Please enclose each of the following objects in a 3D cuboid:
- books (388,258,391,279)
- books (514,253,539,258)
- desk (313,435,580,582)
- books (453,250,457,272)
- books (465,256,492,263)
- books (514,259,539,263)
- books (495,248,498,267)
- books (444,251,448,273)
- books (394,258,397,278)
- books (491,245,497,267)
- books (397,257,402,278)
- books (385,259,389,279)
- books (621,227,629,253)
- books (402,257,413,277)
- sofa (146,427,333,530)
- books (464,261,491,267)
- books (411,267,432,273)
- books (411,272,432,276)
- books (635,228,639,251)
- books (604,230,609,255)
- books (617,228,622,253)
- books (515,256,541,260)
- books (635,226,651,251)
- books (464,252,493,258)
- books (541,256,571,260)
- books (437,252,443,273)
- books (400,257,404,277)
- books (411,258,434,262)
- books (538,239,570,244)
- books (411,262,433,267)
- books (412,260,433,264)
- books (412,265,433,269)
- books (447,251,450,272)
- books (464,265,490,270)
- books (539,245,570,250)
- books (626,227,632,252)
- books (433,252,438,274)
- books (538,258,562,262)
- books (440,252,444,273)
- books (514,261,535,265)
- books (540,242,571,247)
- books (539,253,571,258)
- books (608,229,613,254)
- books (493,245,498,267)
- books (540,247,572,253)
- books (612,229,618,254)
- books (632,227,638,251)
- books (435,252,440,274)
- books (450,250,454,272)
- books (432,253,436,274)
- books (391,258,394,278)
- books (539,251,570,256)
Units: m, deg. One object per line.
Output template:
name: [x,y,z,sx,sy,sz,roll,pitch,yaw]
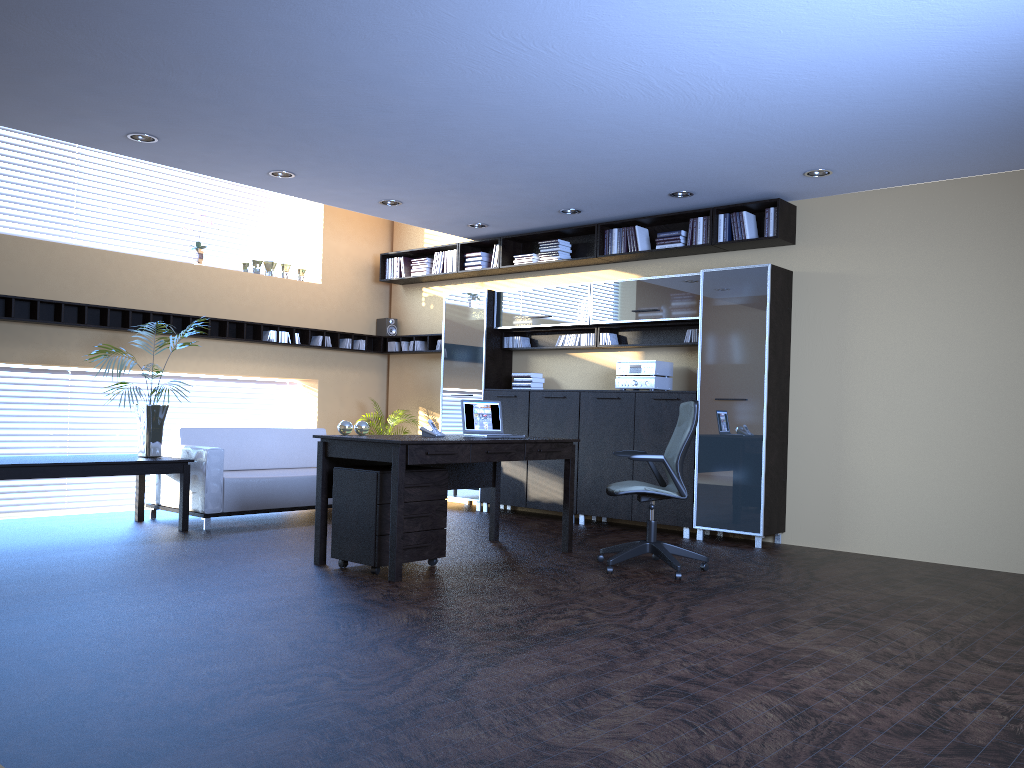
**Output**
books: [-1.431,-1.401,10.917,0.050,0.258,0.207,2,-1,40]
books: [0.185,-1.365,9.531,0.258,0.028,0.207,0,-2,40]
desk: [-0.427,0.838,6.540,0.913,0.890,1.896,1,-2,41]
books: [-0.588,-1.397,10.181,0.050,0.258,0.207,2,-1,41]
books: [-0.365,-1.393,10.003,0.258,0.050,0.207,0,-2,41]
books: [0.182,-1.309,9.515,0.258,0.028,0.207,0,-2,41]
books: [-0.099,-1.395,9.762,0.075,0.259,0.207,1,-1,40]
books: [-0.702,-1.397,10.288,0.050,0.258,0.207,2,-1,41]
books: [-1.354,-1.400,10.847,0.050,0.258,0.207,2,-1,41]
books: [-0.142,-1.395,9.811,0.075,0.259,0.207,1,-1,40]
books: [-1.315,-1.400,10.814,0.050,0.258,0.207,2,-1,40]
books: [-1.473,-1.401,10.948,0.050,0.258,0.207,2,-1,40]
books: [1.150,-1.389,8.704,0.050,0.258,0.207,2,-1,41]
books: [-1.244,-1.400,10.750,0.075,0.259,0.207,1,-1,40]
sofa: [-2.321,0.863,8.643,1.014,0.848,2.058,1,-2,41]
books: [-0.382,-1.343,10.004,0.258,0.050,0.207,0,-2,40]
books: [-1.042,-1.345,10.580,0.258,0.050,0.207,0,-2,40]
books: [-1.039,-1.294,10.569,0.258,0.050,0.207,0,-2,41]
books: [1.270,-1.388,8.613,0.072,0.258,0.207,1,-1,41]
books: [0.993,-1.389,8.841,0.050,0.258,0.207,2,-1,41]
books: [1.112,-1.389,8.740,0.050,0.258,0.207,2,-1,41]
books: [0.196,-1.336,9.512,0.258,0.028,0.207,0,-2,40]
books: [1.271,-1.389,8.579,0.072,0.258,0.207,1,-1,40]
books: [-0.382,-1.444,10.014,0.258,0.050,0.207,0,-2,40]
books: [0.466,-1.307,9.291,0.258,0.028,0.207,0,-2,41]
books: [-0.779,-1.398,10.346,0.075,0.259,0.207,1,-1,40]
books: [-1.265,-1.400,10.775,0.075,0.259,0.207,1,-1,40]
books: [-1.039,-1.471,10.588,0.258,0.028,0.207,0,-2,40]
books: [0.443,-1.479,9.306,0.258,0.028,0.207,0,-2,41]
books: [-1.043,-1.415,10.571,0.258,0.028,0.207,0,-2,41]
books: [-1.023,-1.442,10.575,0.258,0.028,0.207,0,-2,40]
books: [-1.023,-1.385,10.580,0.258,0.028,0.207,0,-2,41]
books: [-0.662,-1.397,10.254,0.050,0.258,0.207,2,-1,40]
books: [-0.372,-1.291,10.000,0.258,0.050,0.207,0,-2,40]
books: [0.448,-1.422,9.300,0.258,0.028,0.207,0,-2,40]
books: [1.198,-1.389,8.661,0.075,0.259,0.207,1,-1,41]
books: [-0.827,-1.398,10.388,0.075,0.259,0.207,1,-1,40]
books: [0.443,-1.279,9.297,0.258,0.028,0.207,0,-2,40]
books: [-0.745,-1.397,10.337,0.075,0.259,0.207,1,-1,40]
books: [0.187,-1.280,9.506,0.258,0.028,0.207,0,-2,41]
books: [0.456,-1.450,9.289,0.258,0.028,0.207,0,-2,40]
books: [0.451,-1.335,9.302,0.258,0.028,0.207,0,-2,40]
books: [1.033,-1.389,8.807,0.050,0.258,0.207,2,-1,41]
books: [-0.115,-1.394,9.793,0.075,0.259,0.207,1,-1,40]
books: [0.462,-1.393,9.301,0.258,0.028,0.207,0,-2,41]
books: [1.069,-1.389,8.769,0.050,0.258,0.207,2,-1,41]
books: [1.243,-1.387,8.615,0.072,0.258,0.207,1,-1,41]
books: [-0.804,-1.398,10.366,0.075,0.259,0.207,1,-1,41]
books: [-0.628,-1.397,10.214,0.050,0.258,0.207,2,-1,41]
books: [-0.847,-1.398,10.413,0.075,0.259,0.207,1,-1,40]
books: [-1.399,-1.401,10.875,0.050,0.258,0.207,2,-1,40]
books: [0.444,-1.363,9.327,0.258,0.028,0.207,0,-2,40]
